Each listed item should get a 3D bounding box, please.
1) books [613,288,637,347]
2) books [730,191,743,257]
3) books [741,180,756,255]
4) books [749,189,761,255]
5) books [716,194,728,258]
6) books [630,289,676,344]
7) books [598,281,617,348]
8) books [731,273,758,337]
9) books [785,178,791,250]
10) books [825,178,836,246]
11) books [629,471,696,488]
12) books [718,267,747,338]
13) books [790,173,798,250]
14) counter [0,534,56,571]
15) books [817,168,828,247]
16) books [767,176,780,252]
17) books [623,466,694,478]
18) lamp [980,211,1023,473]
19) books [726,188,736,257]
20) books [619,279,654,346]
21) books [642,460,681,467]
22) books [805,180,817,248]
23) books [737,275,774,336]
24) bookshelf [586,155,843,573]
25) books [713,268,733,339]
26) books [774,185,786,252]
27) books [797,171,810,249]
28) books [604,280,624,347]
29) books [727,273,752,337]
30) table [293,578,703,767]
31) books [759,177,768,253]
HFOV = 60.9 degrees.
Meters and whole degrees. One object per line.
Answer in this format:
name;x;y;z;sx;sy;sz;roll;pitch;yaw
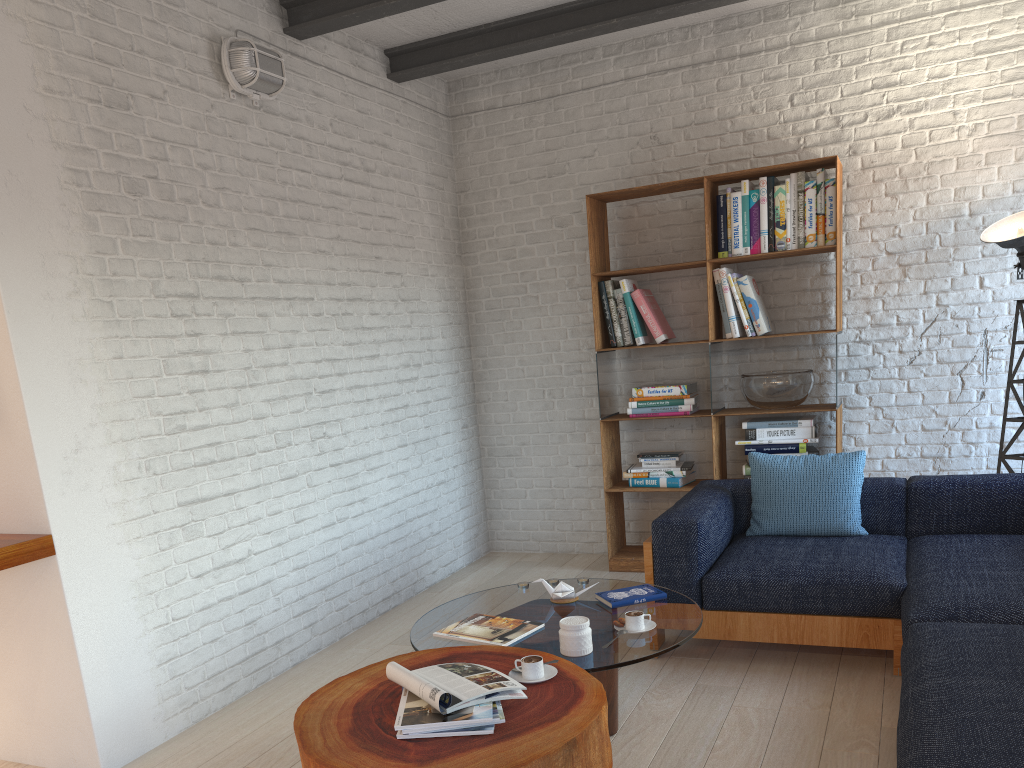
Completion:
books;0.694;-0.394;5.155;0.102;0.344;0.247;1;11;24
books;1.246;-0.858;4.754;0.055;0.339;0.247;1;11;25
books;1.288;-0.889;4.732;0.036;0.395;0.236;1;12;25
books;1.339;-0.866;4.731;0.055;0.339;0.247;1;11;25
books;1.183;-0.855;4.802;0.055;0.339;0.247;1;11;25
books;0.826;-0.395;5.088;0.195;0.328;0.247;0;10;24
books;0.600;-0.412;5.162;0.091;0.396;0.236;1;11;24
books;1.310;-0.440;4.854;0.124;0.359;0.263;0;11;24
books;1.488;-0.889;4.649;0.021;0.370;0.263;1;11;25
books;1.686;-0.889;4.580;0.055;0.339;0.247;1;11;25
books;0.910;0.575;5.276;0.326;0.057;0.248;-3;4;34
books;1.233;-0.450;4.865;0.103;0.395;0.236;1;11;24
books;1.519;-0.905;4.646;0.036;0.395;0.236;1;12;25
counter;-2.810;1.129;2.341;1.688;0.945;2.429;-3;5;25
books;1.632;-0.912;4.580;0.036;0.395;0.236;1;12;25
books;1.409;-0.898;4.681;0.036;0.395;0.236;1;12;25
books;0.891;0.529;5.282;0.380;0.037;0.238;-4;3;25
lamp;2.539;0.104;4.055;0.506;1.900;0.840;-6;11;-3
books;1.216;-0.872;4.782;0.021;0.370;0.263;1;11;25
books;0.730;-0.419;5.099;0.121;0.393;0.236;1;11;24
books;0.904;0.473;5.276;0.206;0.035;0.129;-4;4;25
books;1.589;-0.881;4.601;0.055;0.339;0.247;1;11;25
books;1.349;-0.433;4.824;0.158;0.339;0.247;0;10;24
bookshelf;1.177;-0.005;4.995;1.318;2.268;0.352;0;13;24
books;1.208;-0.451;4.901;0.101;0.395;0.236;1;11;24
books;1.448;-0.872;4.655;0.055;0.339;0.247;1;11;25
books;1.547;-0.907;4.619;0.036;0.395;0.236;1;12;25
books;0.637;-0.415;5.153;0.091;0.396;0.236;1;11;24
books;1.287;-0.438;4.855;0.124;0.359;0.263;0;11;24
table;-0.011;1.093;2.967;1.077;0.459;1.783;-2;4;30
books;1.371;-0.894;4.688;0.036;0.395;0.236;1;12;25
